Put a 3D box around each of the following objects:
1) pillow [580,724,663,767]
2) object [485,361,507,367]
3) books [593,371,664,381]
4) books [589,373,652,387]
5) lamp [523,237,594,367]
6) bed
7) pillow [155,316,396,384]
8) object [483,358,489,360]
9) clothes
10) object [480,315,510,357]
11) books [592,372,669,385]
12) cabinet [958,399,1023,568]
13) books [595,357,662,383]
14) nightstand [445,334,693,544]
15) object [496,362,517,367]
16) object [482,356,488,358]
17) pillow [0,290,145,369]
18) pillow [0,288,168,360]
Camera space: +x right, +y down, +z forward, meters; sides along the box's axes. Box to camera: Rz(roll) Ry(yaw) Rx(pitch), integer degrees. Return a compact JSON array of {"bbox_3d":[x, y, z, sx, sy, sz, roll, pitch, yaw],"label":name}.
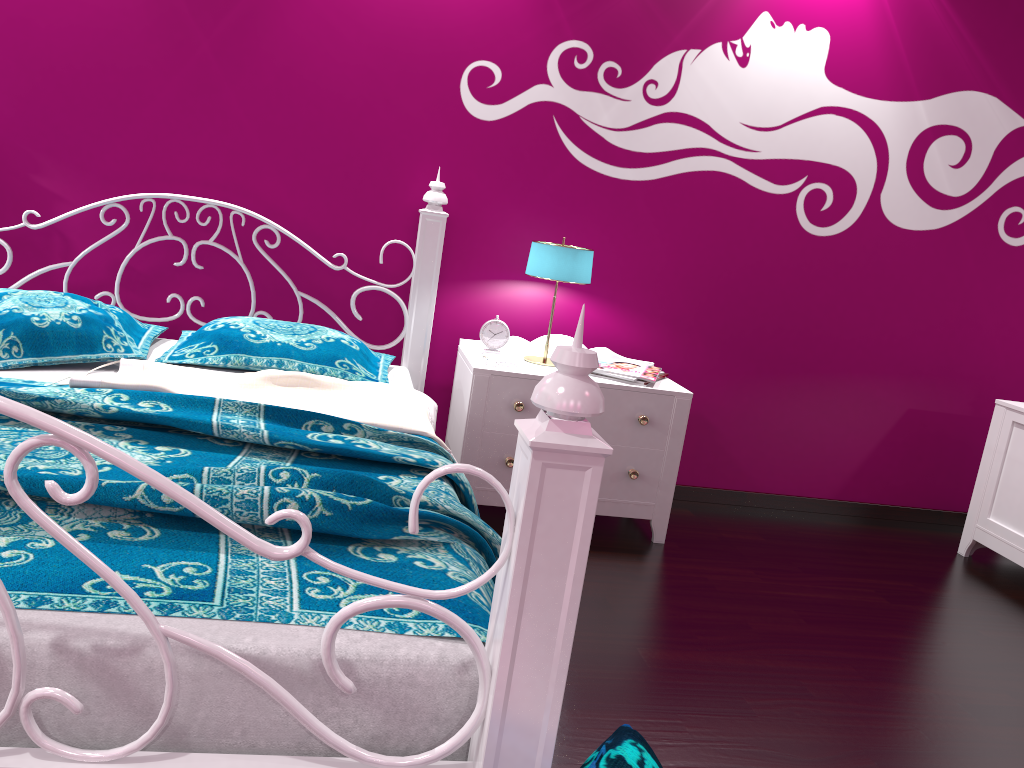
[{"bbox_3d":[0.133,0.680,1.063,0.264,0.357,0.402,15,12,29],"label":"pillow"},{"bbox_3d":[-0.052,-0.064,2.897,0.073,0.006,0.073,18,14,41],"label":"object"},{"bbox_3d":[0.377,-0.049,3.087,0.220,0.007,0.300,14,12,27],"label":"books"},{"bbox_3d":[0.390,-0.033,3.090,0.220,0.007,0.300,12,11,18],"label":"books"},{"bbox_3d":[0.146,-0.288,3.068,0.229,0.438,0.229,16,13,33],"label":"lamp"},{"bbox_3d":[-0.986,-0.068,1.967,2.167,1.143,2.317,7,11,-11],"label":"bed"},{"bbox_3d":[-0.725,-0.121,2.833,0.717,0.141,0.401,7,11,-9],"label":"pillow"},{"bbox_3d":[-0.088,-0.086,2.985,0.022,0.006,0.022,9,11,4],"label":"object"},{"bbox_3d":[-0.673,0.166,2.387,1.036,0.376,0.553,6,11,-16],"label":"clothes"},{"bbox_3d":[-0.060,-0.170,3.086,0.106,0.140,0.033,7,11,-9],"label":"object"},{"bbox_3d":[0.400,-0.040,3.096,0.220,0.007,0.300,13,12,24],"label":"books"},{"bbox_3d":[2.097,0.442,2.866,0.506,0.734,1.142,7,11,-11],"label":"cabinet"},{"bbox_3d":[0.401,-0.050,3.087,0.221,0.012,0.300,11,11,12],"label":"books"},{"bbox_3d":[0.173,0.164,3.102,0.742,0.616,0.455,7,11,-11],"label":"nightstand"},{"bbox_3d":[-0.018,-0.065,2.940,0.073,0.003,0.073,18,14,41],"label":"object"},{"bbox_3d":[-0.091,-0.094,3.026,0.021,0.006,0.020,11,11,10],"label":"object"},{"bbox_3d":[-1.304,-0.163,2.485,0.404,0.176,0.418,-1,14,-43],"label":"pillow"},{"bbox_3d":[-1.441,-0.201,2.683,0.717,0.141,0.401,6,11,-16],"label":"pillow"}]
